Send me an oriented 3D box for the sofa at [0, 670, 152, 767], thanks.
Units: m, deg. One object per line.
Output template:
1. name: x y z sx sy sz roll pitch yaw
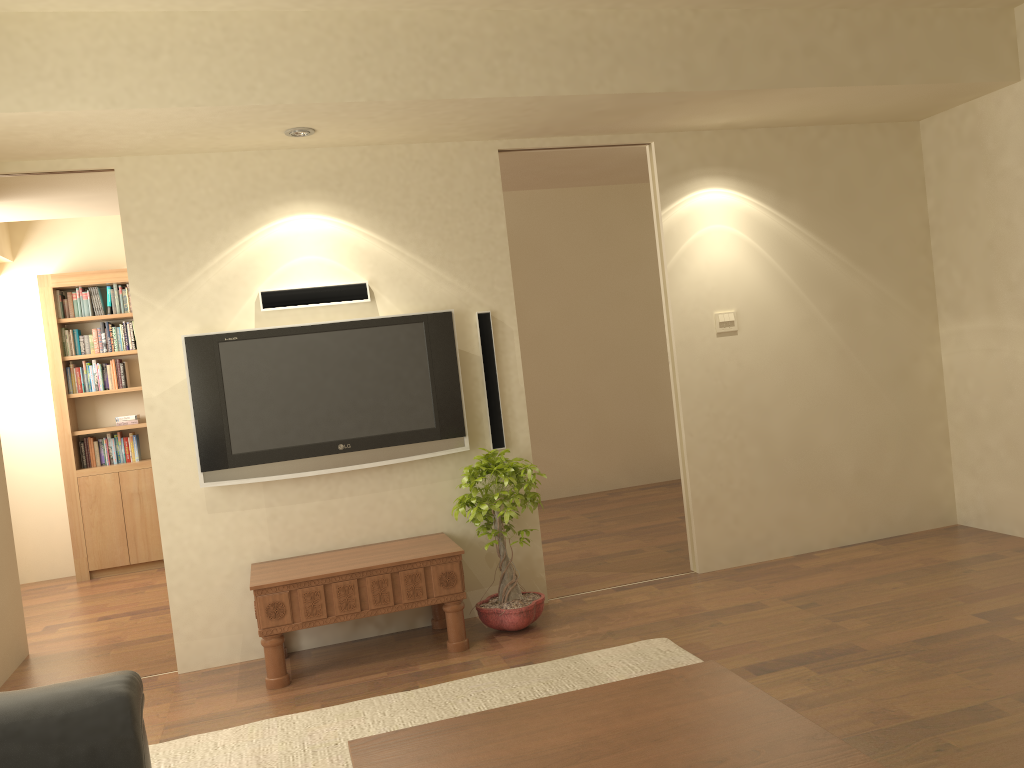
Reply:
1. sofa: -1.183 1.043 1.384 0.944 0.918 2.337 -7 2 -15

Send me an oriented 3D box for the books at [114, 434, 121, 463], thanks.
1. books: -3.251 0.533 7.336 0.026 0.237 0.139 -7 2 -15

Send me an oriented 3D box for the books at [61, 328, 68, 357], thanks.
1. books: -3.611 -0.332 7.186 0.026 0.237 0.156 -7 2 -15

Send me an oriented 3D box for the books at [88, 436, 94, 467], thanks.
1. books: -3.439 0.553 7.273 0.016 0.243 0.158 -7 2 -15

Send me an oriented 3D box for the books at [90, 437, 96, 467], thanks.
1. books: -3.423 0.555 7.279 0.017 0.235 0.157 -7 2 -15

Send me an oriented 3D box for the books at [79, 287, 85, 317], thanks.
1. books: -3.483 -0.660 7.213 0.019 0.255 0.145 -7 2 -15

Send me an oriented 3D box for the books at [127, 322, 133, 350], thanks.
1. books: -3.143 -0.388 7.316 0.017 0.235 0.157 -7 2 -15

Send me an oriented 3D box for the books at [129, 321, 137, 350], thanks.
1. books: -3.126 -0.393 7.324 0.019 0.242 0.152 -7 2 -15

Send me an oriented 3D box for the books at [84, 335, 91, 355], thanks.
1. books: -3.461 -0.315 7.252 0.036 0.165 0.111 -7 2 -15

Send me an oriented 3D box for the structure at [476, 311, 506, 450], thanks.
1. structure: -0.118 -0.019 4.877 0.079 0.764 0.036 -7 2 -15

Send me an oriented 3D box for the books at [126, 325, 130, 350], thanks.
1. books: -3.161 -0.376 7.327 0.011 0.215 0.127 -7 2 -15

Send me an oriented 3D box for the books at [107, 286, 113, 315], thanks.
1. books: -3.292 -0.675 7.269 0.047 0.238 0.139 -7 2 -15

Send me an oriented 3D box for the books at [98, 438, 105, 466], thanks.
1. books: -3.370 0.557 7.311 0.036 0.218 0.124 -7 2 -15

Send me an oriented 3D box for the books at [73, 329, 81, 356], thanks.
1. books: -3.533 -0.332 7.225 0.036 0.218 0.124 -7 2 -15

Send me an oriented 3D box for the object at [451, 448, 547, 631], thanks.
1. object: -0.038 0.790 4.606 0.565 0.957 0.528 -5 2 27

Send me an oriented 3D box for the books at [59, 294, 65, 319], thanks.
1. books: -3.622 -0.618 7.163 0.010 0.206 0.167 -7 2 -15

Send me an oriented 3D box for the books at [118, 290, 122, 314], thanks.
1. books: -3.211 -0.665 7.290 0.011 0.200 0.143 -7 2 -15

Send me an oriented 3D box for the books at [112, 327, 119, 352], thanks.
1. books: -3.246 -0.361 7.285 0.026 0.207 0.163 -7 2 -15

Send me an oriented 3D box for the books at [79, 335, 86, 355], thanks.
1. books: -3.496 -0.310 7.242 0.036 0.165 0.111 -7 2 -15

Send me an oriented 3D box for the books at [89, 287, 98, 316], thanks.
1. books: -3.402 -0.662 7.234 0.043 0.242 0.148 -7 2 -15

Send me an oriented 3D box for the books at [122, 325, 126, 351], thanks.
1. books: -3.182 -0.373 7.300 0.009 0.215 0.168 -7 2 -15

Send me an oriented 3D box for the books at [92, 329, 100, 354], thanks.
1. books: -3.385 -0.344 7.246 0.036 0.206 0.162 -7 2 -15

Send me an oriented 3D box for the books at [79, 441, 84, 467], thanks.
1. books: -3.515 0.576 7.269 0.011 0.215 0.127 -7 2 -15

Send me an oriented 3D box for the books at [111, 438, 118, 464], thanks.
1. books: -3.273 0.549 7.321 0.026 0.211 0.156 -7 2 -15

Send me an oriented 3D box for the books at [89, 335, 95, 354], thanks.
1. books: -3.425 -0.319 7.262 0.036 0.165 0.111 -7 2 -15

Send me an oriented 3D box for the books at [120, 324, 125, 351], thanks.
1. books: -3.194 -0.376 7.297 0.014 0.224 0.168 -7 2 -15

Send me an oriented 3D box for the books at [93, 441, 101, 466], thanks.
1. books: -3.398 0.569 7.289 0.032 0.202 0.150 -7 2 -15

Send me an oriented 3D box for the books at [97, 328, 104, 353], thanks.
1. books: -3.356 -0.350 7.257 0.026 0.211 0.156 -7 2 -15

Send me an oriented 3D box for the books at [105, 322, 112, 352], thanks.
1. books: -3.299 -0.379 7.279 0.019 0.255 0.145 -7 2 -15

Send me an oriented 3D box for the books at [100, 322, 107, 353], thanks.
1. books: -3.333 -0.375 7.265 0.026 0.254 0.154 -7 2 -15

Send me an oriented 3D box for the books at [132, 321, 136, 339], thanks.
1. books: -3.101 -0.396 7.333 0.035 0.242 0.148 -7 2 -15

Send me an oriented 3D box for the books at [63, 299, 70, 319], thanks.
1. books: -3.604 -0.600 7.197 0.036 0.165 0.111 -7 2 -15

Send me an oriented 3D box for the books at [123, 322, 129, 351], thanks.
1. books: -3.172 -0.388 7.308 0.016 0.243 0.158 -7 2 -15

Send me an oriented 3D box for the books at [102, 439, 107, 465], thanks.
1. books: -3.340 0.555 7.296 0.013 0.215 0.168 -7 2 -15

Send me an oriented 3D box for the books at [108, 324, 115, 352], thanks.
1. books: -3.277 -0.373 7.288 0.026 0.237 0.139 -7 2 -15

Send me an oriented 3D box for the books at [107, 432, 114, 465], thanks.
1. books: -3.301 0.531 7.314 0.026 0.254 0.154 -7 2 -15

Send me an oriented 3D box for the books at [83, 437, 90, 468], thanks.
1. books: -3.472 0.558 7.268 0.019 0.242 0.152 -7 2 -15

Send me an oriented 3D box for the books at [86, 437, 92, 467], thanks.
1. books: -3.456 0.556 7.274 0.015 0.242 0.148 -7 2 -15

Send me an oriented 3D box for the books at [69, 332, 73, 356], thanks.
1. books: -3.564 -0.320 7.198 0.011 0.202 0.158 -7 2 -15

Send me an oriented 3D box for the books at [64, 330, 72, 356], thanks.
1. books: -3.582 -0.324 7.189 0.026 0.215 0.167 -7 2 -15

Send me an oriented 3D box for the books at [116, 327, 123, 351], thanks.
1. books: -3.219 -0.362 7.299 0.032 0.202 0.150 -7 2 -15

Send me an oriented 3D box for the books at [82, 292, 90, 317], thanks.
1. books: -3.449 -0.639 7.214 0.036 0.206 0.162 -7 2 -15

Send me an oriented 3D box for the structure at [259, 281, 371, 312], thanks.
1. structure: -1.024 -0.458 4.618 0.559 0.111 0.048 -7 2 -15

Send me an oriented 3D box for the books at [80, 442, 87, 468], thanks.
1. books: -3.491 0.578 7.257 0.026 0.207 0.163 -7 2 -15

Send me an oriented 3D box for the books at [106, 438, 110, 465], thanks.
1. books: -3.314 0.552 7.303 0.009 0.215 0.168 -7 2 -15

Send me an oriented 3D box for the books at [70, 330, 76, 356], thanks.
1. books: -3.551 -0.328 7.197 0.013 0.215 0.168 -7 2 -15

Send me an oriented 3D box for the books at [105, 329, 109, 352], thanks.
1. books: -3.312 -0.350 7.277 0.011 0.200 0.143 -7 2 -15

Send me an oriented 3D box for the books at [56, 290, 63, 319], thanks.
1. books: -3.643 -0.631 7.162 0.026 0.237 0.156 -7 2 -15

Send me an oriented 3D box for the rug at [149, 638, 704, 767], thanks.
1. rug: 0.022 1.351 2.173 2.482 0.011 3.592 -7 2 -16
